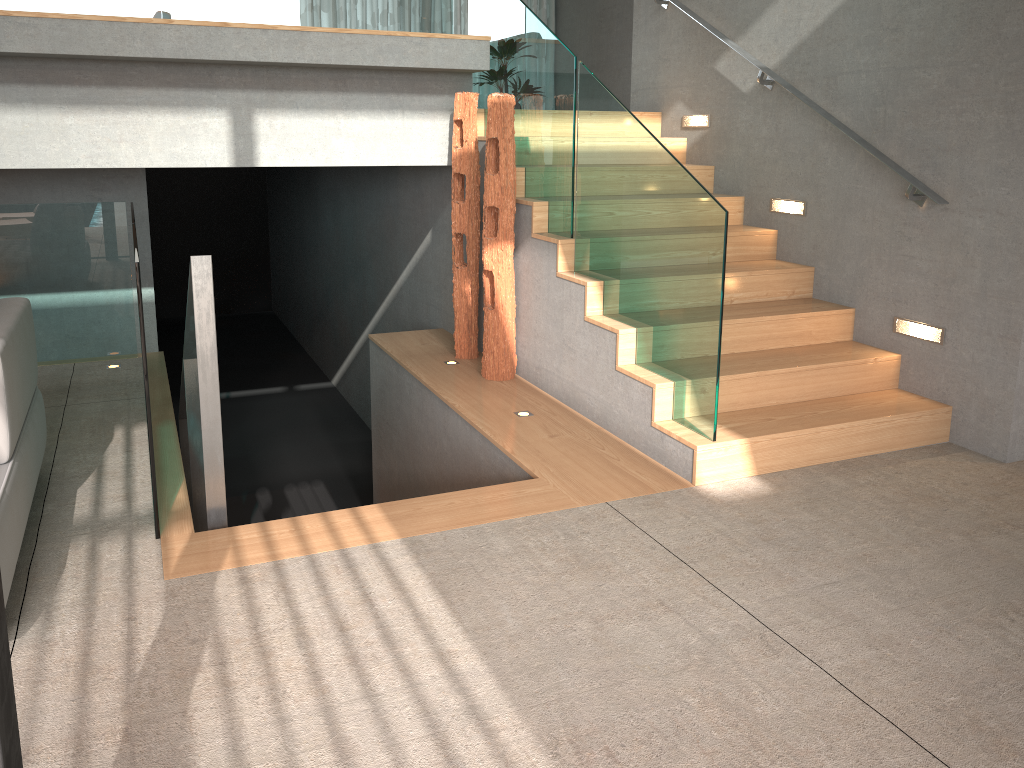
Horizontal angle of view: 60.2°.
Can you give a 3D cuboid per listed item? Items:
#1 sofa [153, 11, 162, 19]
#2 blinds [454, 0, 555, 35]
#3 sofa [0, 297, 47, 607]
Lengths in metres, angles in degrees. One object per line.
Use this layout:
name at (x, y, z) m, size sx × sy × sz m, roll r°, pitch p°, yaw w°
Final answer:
sofa at (-3.787, -3.097, 8.721) m, size 0.977 × 0.849 × 3.299 m, roll -5°, pitch 17°, yaw -22°
blinds at (-1.102, -5.151, 12.675) m, size 3.857 × 2.685 × 0.226 m, roll -6°, pitch 13°, yaw -23°
sofa at (-2.092, 0.245, 2.751) m, size 1.015 × 0.720 × 1.622 m, roll -6°, pitch 16°, yaw -22°
